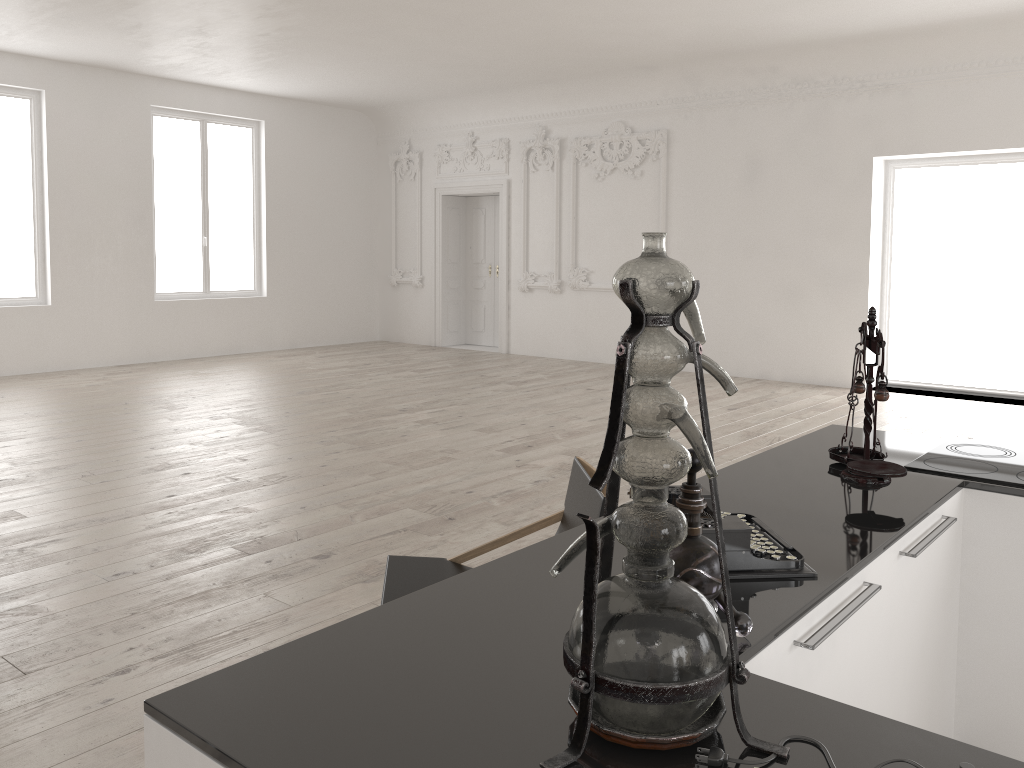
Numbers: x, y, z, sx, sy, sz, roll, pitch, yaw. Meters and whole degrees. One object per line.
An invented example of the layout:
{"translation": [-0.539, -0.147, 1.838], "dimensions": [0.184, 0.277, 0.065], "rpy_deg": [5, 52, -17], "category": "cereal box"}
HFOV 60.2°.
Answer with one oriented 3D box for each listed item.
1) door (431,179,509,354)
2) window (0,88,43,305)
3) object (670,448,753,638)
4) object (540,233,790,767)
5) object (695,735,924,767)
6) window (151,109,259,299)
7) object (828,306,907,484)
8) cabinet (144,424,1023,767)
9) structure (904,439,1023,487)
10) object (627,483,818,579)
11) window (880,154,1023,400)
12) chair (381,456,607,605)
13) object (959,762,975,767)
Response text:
{"translation": [-0.480, -1.852, 13.896], "dimensions": [1.566, 2.577, 0.657], "rpy_deg": [5, 6, 40], "category": "door"}
{"translation": [-6.355, -2.183, 10.237], "dimensions": [0.071, 2.564, 1.732], "rpy_deg": [4, 6, 39], "category": "window"}
{"translation": [0.272, 0.256, 1.456], "dimensions": [0.222, 0.310, 0.204], "rpy_deg": [5, 7, 38], "category": "object"}
{"translation": [0.178, 0.122, 1.200], "dimensions": [0.318, 0.647, 0.296], "rpy_deg": [0, 5, -7], "category": "object"}
{"translation": [0.416, 0.450, 1.052], "dimensions": [0.376, 0.045, 0.124], "rpy_deg": [5, 9, 29], "category": "object"}
{"translation": [-4.356, -2.526, 12.639], "dimensions": [0.071, 2.564, 1.732], "rpy_deg": [4, 6, 39], "category": "window"}
{"translation": [1.000, 0.028, 2.464], "dimensions": [0.168, 0.487, 0.516], "rpy_deg": [1, 6, 12], "category": "object"}
{"translation": [1.294, 0.853, 1.516], "dimensions": [2.470, 0.876, 2.718], "rpy_deg": [7, 10, 39], "category": "cabinet"}
{"translation": [1.554, 0.241, 2.594], "dimensions": [0.630, 0.021, 0.508], "rpy_deg": [7, 11, 39], "category": "structure"}
{"translation": [0.422, 0.296, 1.873], "dimensions": [0.317, 0.110, 0.386], "rpy_deg": [0, 8, -5], "category": "object"}
{"translation": [5.867, -1.044, 8.815], "dimensions": [4.209, 2.563, 0.071], "rpy_deg": [6, 7, 39], "category": "window"}
{"translation": [-0.038, 0.688, 2.961], "dimensions": [0.781, 0.766, 0.635], "rpy_deg": [0, 6, -5], "category": "chair"}
{"translation": [0.508, 0.454, 0.989], "dimensions": [0.017, 0.055, 0.017], "rpy_deg": [2, 5, 20], "category": "object"}
